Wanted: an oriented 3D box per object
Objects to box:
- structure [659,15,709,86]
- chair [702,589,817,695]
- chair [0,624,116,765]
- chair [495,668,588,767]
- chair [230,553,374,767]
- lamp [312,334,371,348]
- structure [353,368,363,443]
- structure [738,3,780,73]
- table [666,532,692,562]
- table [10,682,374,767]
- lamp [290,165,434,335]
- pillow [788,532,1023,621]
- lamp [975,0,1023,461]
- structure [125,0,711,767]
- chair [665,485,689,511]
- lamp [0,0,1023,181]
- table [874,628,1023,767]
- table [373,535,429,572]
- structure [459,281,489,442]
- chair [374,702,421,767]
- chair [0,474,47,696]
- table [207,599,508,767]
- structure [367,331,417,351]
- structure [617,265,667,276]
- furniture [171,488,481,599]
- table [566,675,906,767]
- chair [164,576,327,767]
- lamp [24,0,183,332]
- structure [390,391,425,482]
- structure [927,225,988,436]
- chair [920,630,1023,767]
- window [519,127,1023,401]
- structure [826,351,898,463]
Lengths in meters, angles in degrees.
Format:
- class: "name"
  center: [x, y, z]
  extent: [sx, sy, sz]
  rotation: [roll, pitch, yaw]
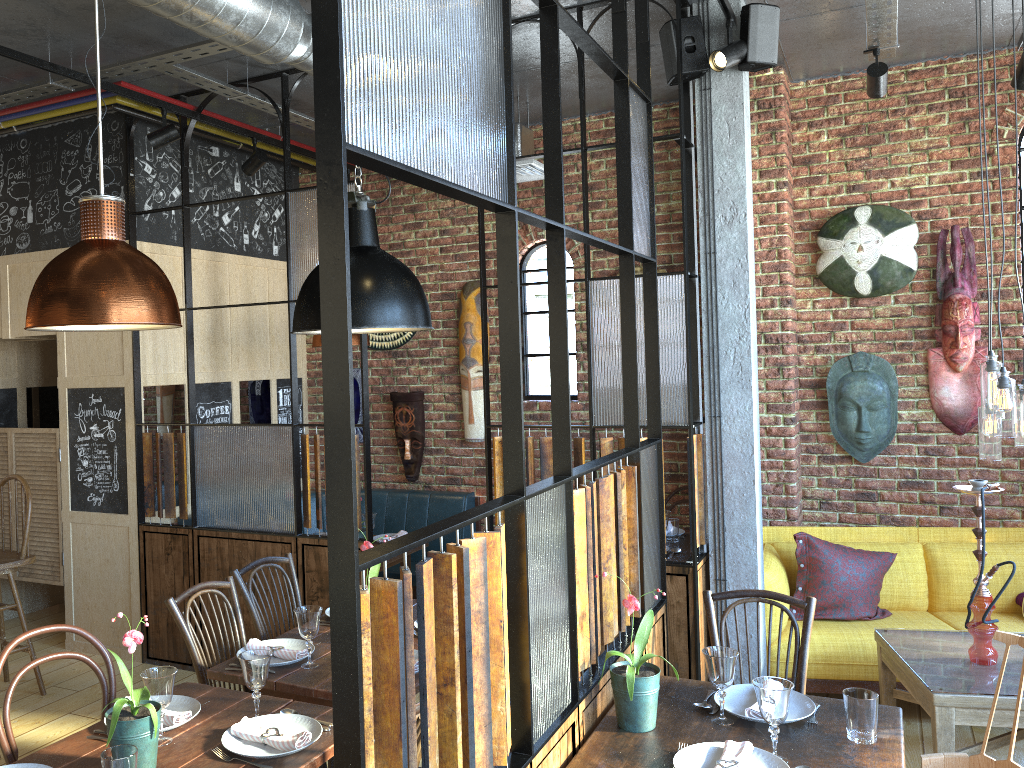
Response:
- class: "structure"
  center: [0.763, -1.486, 3.940]
  extent: [0.184, 0.268, 0.166]
  rotation: [-2, 0, -2]
- class: "chair"
  center: [0.791, 1.175, 2.810]
  extent: [0.418, 0.915, 0.505]
  rotation: [-2, 0, 19]
- class: "chair"
  center: [-1.304, 1.248, 2.694]
  extent: [0.575, 0.920, 0.418]
  rotation: [-1, 1, 42]
- class: "chair"
  center: [-0.010, 1.203, 2.780]
  extent: [0.575, 0.920, 0.418]
  rotation: [-1, 1, 42]
- class: "chair"
  center: [-0.844, 1.204, 3.667]
  extent: [0.543, 0.915, 0.389]
  rotation: [-2, 0, 30]
- class: "lamp"
  center: [-1.091, -0.901, 5.523]
  extent: [0.379, 1.335, 0.358]
  rotation: [-2, 0, 17]
- class: "structure"
  center: [-1.247, 0.163, 6.604]
  extent: [0.336, 0.559, 0.110]
  rotation: [-2, 0, 26]
- class: "structure"
  center: [1.044, -1.490, 3.799]
  extent: [0.160, 0.268, 0.191]
  rotation: [-2, 1, -25]
- class: "table"
  center: [0.723, 1.219, 4.738]
  extent: [0.778, 0.727, 0.723]
  rotation: [-1, 1, 25]
- class: "table"
  center: [-0.915, 1.345, 2.260]
  extent: [0.755, 0.727, 0.993]
  rotation: [-1, 1, 24]
- class: "lamp"
  center: [-0.572, -0.856, 3.255]
  extent: [0.553, 1.326, 0.505]
  rotation: [-2, 0, 37]
- class: "pillow"
  center: [2.143, 0.963, 4.402]
  extent: [1.530, 0.453, 0.391]
  rotation: [-1, 1, 14]
- class: "lamp"
  center: [1.851, -0.688, 3.522]
  extent: [0.275, 2.119, 0.526]
  rotation: [-2, 0, -41]
- class: "structure"
  center: [-2.003, 0.070, 2.744]
  extent: [6.128, 3.325, 5.760]
  rotation: [-2, 1, 8]
- class: "chair"
  center: [0.976, 1.097, 5.257]
  extent: [0.524, 0.920, 0.459]
  rotation: [-2, 1, -43]
- class: "lamp"
  center: [-1.562, -1.335, 2.814]
  extent: [6.499, 0.274, 6.964]
  rotation: [-1, 2, 24]
- class: "table"
  center: [2.017, 1.325, 3.408]
  extent: [0.952, 0.508, 0.737]
  rotation: [-2, 1, 10]
- class: "table"
  center: [-1.010, 1.316, 5.497]
  extent: [0.772, 0.603, 0.717]
  rotation: [-1, 1, 25]
- class: "structure"
  center: [-0.275, -0.158, 6.112]
  extent: [0.240, 1.120, 0.090]
  rotation: [-2, 0, 26]
- class: "chair"
  center: [-0.454, 1.233, 2.235]
  extent: [0.543, 0.915, 0.389]
  rotation: [-2, 0, 30]
- class: "chair"
  center: [-2.825, 1.103, 4.744]
  extent: [0.454, 1.195, 0.394]
  rotation: [-2, 0, 34]
- class: "table"
  center: [-0.491, 1.302, 3.265]
  extent: [0.755, 0.727, 0.993]
  rotation: [-1, 1, 24]
- class: "structure"
  center: [-0.955, -0.553, 6.460]
  extent: [0.686, 0.619, 0.076]
  rotation: [-1, 0, 24]
- class: "structure"
  center: [0.824, -0.395, 5.565]
  extent: [0.611, 0.726, 0.122]
  rotation: [-2, 0, 26]
- class: "furniture"
  center: [-1.160, 1.201, 5.810]
  extent: [1.497, 0.822, 1.437]
  rotation: [-1, 1, 25]
- class: "table"
  center: [0.622, 1.294, 2.323]
  extent: [0.778, 0.727, 0.723]
  rotation: [-1, 1, 25]
- class: "chair"
  center: [-0.956, 1.219, 3.274]
  extent: [0.541, 0.915, 0.390]
  rotation: [-2, 0, 25]
- class: "lamp"
  center: [-1.027, -0.805, 2.182]
  extent: [0.367, 1.335, 0.369]
  rotation: [-2, 0, -3]
- class: "structure"
  center: [-0.747, 0.382, 6.346]
  extent: [0.270, 0.655, 0.154]
  rotation: [-2, 0, 25]
- class: "structure"
  center: [2.438, -0.287, 4.820]
  extent: [0.220, 1.146, 0.233]
  rotation: [-2, 0, -20]
- class: "chair"
  center: [1.140, 1.147, 2.133]
  extent: [0.449, 1.005, 0.538]
  rotation: [-2, 0, -4]
- class: "window"
  center: [2.618, -0.412, 2.134]
  extent: [3.387, 2.429, 8.664]
  rotation: [-2, 2, -11]
- class: "structure"
  center: [1.984, 0.134, 4.992]
  extent: [0.381, 0.639, 0.100]
  rotation: [-2, 0, 27]
